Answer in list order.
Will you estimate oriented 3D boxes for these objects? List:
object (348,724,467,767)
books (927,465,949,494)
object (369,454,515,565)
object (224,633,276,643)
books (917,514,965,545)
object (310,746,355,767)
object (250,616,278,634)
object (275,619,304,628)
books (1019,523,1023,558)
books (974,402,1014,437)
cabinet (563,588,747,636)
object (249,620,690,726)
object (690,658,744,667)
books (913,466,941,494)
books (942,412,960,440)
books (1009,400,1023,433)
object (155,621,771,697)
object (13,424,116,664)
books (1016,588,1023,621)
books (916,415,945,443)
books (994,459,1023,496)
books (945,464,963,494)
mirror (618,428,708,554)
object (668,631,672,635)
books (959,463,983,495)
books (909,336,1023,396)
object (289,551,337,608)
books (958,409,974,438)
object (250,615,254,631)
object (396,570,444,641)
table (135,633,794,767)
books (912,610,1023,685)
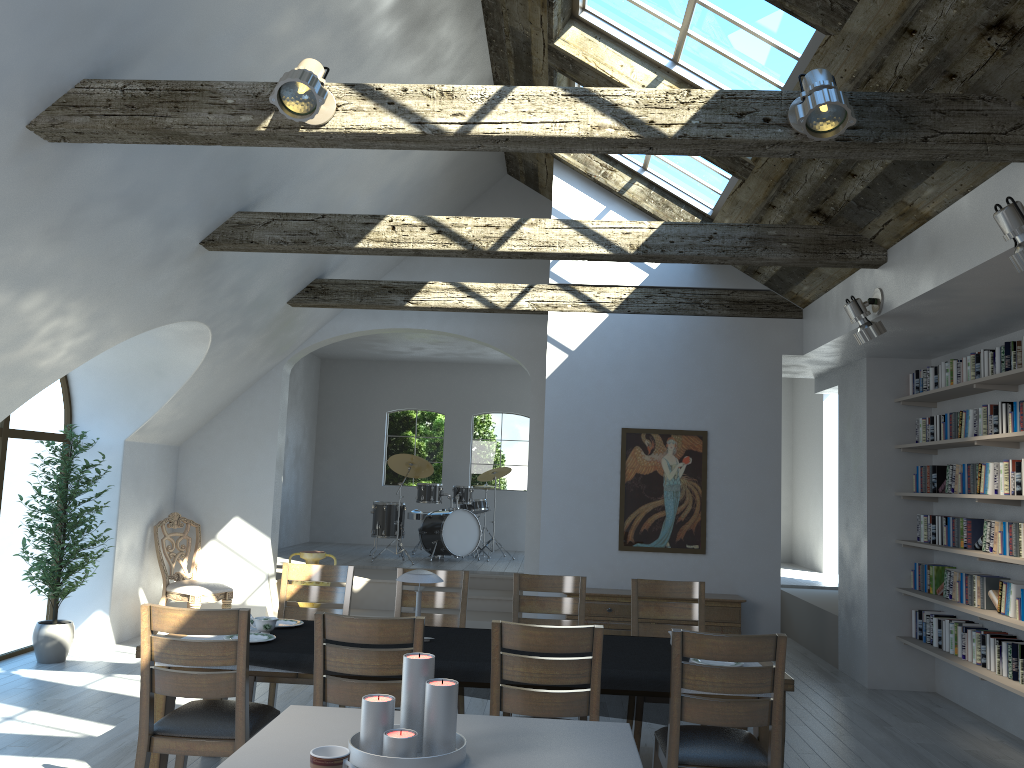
[{"bbox_3d":[-0.265,0.925,2.253,0.297,0.040,0.297,-4,-9,43],"label":"object"},{"bbox_3d":[3.434,0.756,6.993,0.189,0.224,0.345,2,-6,3],"label":"books"},{"bbox_3d":[-1.080,1.694,12.223,2.354,1.383,1.465,8,-9,-42],"label":"object"},{"bbox_3d":[-1.309,1.272,4.428,0.250,0.017,0.253,2,-6,3],"label":"object"},{"bbox_3d":[3.427,1.165,7.084,0.214,0.220,0.490,2,-6,3],"label":"books"},{"bbox_3d":[-0.400,0.855,1.954,0.088,0.084,0.105,6,-7,-28],"label":"object"},{"bbox_3d":[-1.289,1.263,4.630,0.130,0.081,0.124,8,-9,-44],"label":"object"},{"bbox_3d":[-1.280,1.325,4.898,0.250,0.017,0.253,2,-6,3],"label":"object"},{"bbox_3d":[3.355,1.002,5.639,0.189,0.220,0.156,2,-6,3],"label":"books"},{"bbox_3d":[3.410,0.258,6.152,0.214,0.237,0.490,2,-6,3],"label":"books"},{"bbox_3d":[1.141,2.084,7.294,1.481,0.714,0.383,2,-6,3],"label":"cabinet"},{"bbox_3d":[-0.206,1.456,4.585,2.456,0.227,1.073,2,-6,3],"label":"object"},{"bbox_3d":[0.992,1.349,4.293,0.250,0.017,0.253,2,-6,3],"label":"object"},{"bbox_3d":[3.451,0.790,7.302,0.209,0.220,0.278,2,-6,1],"label":"books"},{"bbox_3d":[3.440,0.336,6.794,0.209,0.220,0.278,2,-6,1],"label":"books"},{"bbox_3d":[3.391,0.224,5.769,0.209,0.220,0.278,2,-6,1],"label":"books"},{"bbox_3d":[-0.208,1.384,4.591,2.872,0.077,1.050,2,-6,3],"label":"object"},{"bbox_3d":[-3.657,1.279,7.243,0.718,1.920,0.737,0,-7,22],"label":"object"},{"bbox_3d":[3.341,1.414,5.600,0.209,0.220,0.278,2,-6,1],"label":"books"},{"bbox_3d":[3.459,0.380,7.178,0.214,0.220,0.490,2,-6,3],"label":"books"},{"bbox_3d":[3.381,0.618,5.829,0.214,0.237,0.490,2,-6,3],"label":"books"},{"bbox_3d":[3.421,0.722,6.713,0.189,0.228,0.249,2,-6,3],"label":"books"},{"bbox_3d":[1.294,0.912,7.592,0.736,1.047,0.009,2,-6,3],"label":"mirror"},{"bbox_3d":[0.868,1.341,4.631,0.100,0.098,0.071,6,-7,-28],"label":"object"},{"bbox_3d":[3.411,0.696,6.470,0.209,0.220,0.278,2,-6,1],"label":"books"},{"bbox_3d":[3.426,-0.144,6.112,0.242,0.237,2.981,2,-6,3],"label":"books"},{"bbox_3d":[-2.125,2.083,9.391,0.402,0.605,0.396,8,-8,-40],"label":"object"},{"bbox_3d":[3.425,0.304,6.525,0.189,0.228,0.249,2,-6,3],"label":"books"},{"bbox_3d":[-1.405,1.262,4.715,0.064,0.092,0.064,0,-7,21],"label":"object"},{"bbox_3d":[-0.487,1.152,4.623,0.251,0.362,0.251,-1,-7,26],"label":"object"},{"bbox_3d":[-0.239,1.714,4.551,3.078,0.737,0.939,2,-6,3],"label":"table"},{"bbox_3d":[3.347,1.816,5.887,0.242,0.237,2.981,2,-6,3],"label":"books"}]
